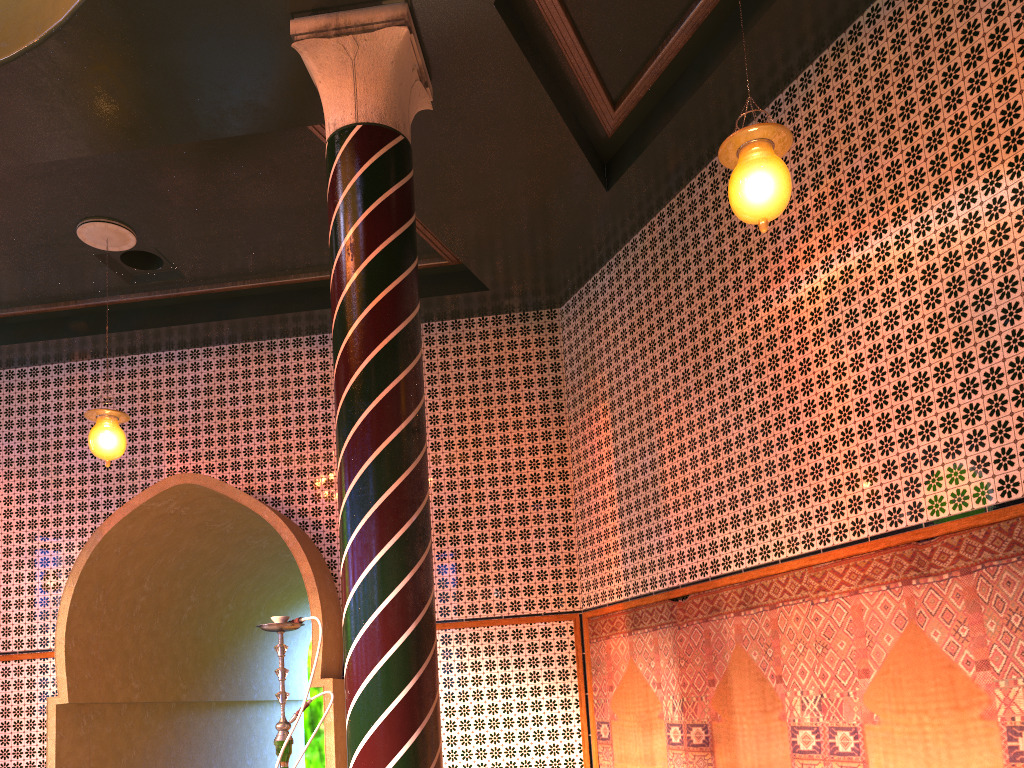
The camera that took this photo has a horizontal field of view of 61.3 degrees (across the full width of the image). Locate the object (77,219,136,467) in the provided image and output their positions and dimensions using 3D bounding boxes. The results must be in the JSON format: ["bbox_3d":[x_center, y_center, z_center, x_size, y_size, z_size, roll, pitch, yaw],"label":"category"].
[{"bbox_3d":[-3.824,-0.341,8.152,0.519,2.243,0.537,-3,-9,-6],"label":"object"}]

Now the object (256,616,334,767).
[{"bbox_3d":[-1.382,2.098,5.490,0.465,1.213,0.307,-6,-9,14],"label":"object"}]

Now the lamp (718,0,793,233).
[{"bbox_3d":[1.266,-1.918,4.725,0.519,2.243,0.537,-3,-9,-6],"label":"lamp"}]
